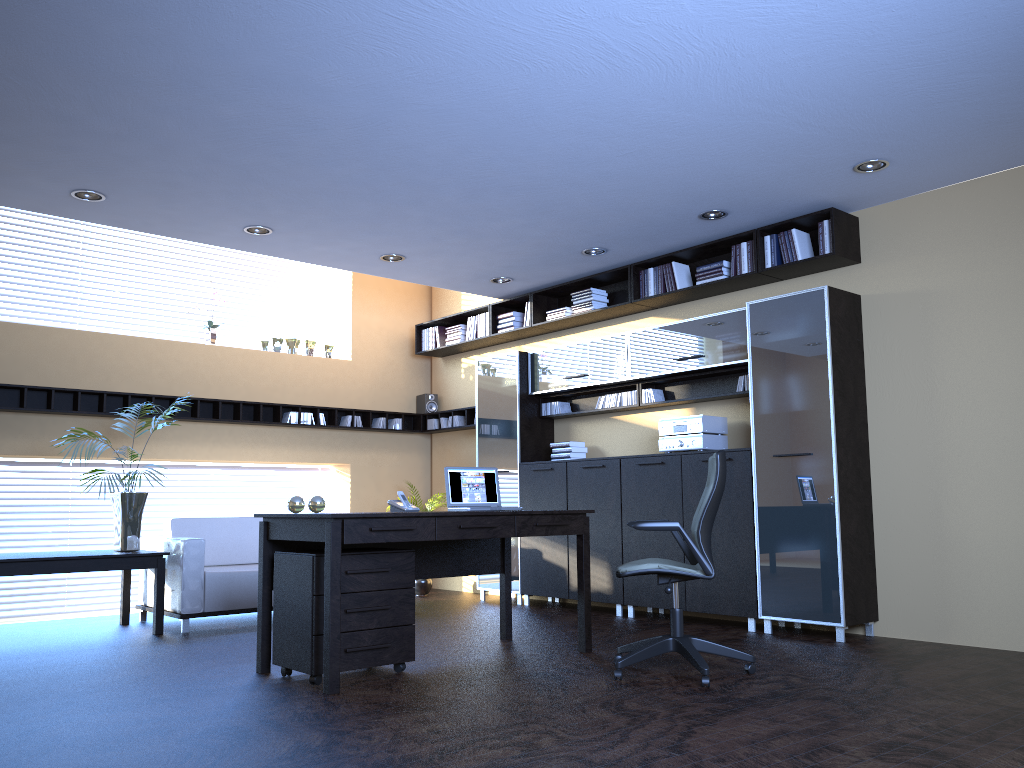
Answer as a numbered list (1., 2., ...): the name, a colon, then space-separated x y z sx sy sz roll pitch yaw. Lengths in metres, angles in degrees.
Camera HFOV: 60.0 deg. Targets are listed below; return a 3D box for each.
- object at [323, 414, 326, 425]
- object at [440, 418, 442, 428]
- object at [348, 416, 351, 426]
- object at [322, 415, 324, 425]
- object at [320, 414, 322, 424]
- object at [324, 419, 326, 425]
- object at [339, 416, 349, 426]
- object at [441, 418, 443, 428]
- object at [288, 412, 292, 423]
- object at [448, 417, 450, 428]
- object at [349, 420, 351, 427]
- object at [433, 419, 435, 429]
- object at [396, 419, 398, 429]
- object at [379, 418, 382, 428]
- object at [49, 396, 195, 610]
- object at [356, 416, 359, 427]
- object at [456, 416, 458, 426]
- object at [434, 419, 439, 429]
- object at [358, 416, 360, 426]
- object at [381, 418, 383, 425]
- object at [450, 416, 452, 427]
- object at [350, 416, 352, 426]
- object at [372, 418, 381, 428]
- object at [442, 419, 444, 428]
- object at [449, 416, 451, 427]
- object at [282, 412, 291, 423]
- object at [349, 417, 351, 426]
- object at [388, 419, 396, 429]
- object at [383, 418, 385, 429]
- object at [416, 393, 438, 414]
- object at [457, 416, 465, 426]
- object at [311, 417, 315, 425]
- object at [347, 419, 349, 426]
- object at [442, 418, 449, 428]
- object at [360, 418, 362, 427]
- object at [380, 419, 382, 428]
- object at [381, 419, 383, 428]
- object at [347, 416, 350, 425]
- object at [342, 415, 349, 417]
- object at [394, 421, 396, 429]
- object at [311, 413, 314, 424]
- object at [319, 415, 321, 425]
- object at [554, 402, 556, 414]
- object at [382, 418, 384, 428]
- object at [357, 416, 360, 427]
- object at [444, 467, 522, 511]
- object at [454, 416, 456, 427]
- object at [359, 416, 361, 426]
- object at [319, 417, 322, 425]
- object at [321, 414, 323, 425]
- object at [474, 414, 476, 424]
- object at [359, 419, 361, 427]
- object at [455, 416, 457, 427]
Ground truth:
1. object: -2.014 0.381 9.348 0.040 0.118 0.142 5 -9 -40
2. object: -0.735 0.440 9.886 0.142 0.119 0.030 6 -9 -40
3. object: -1.787 0.404 9.545 0.030 0.119 0.142 5 -9 -40
4. object: -2.027 0.379 9.340 0.026 0.117 0.140 5 -9 -41
5. object: -2.040 0.377 9.324 0.030 0.119 0.142 5 -9 -40
6. object: -2.013 0.381 9.348 0.036 0.115 0.140 5 -9 -40
7. object: -1.804 0.403 9.526 0.040 0.118 0.142 5 -9 -41
8. object: -0.721 0.438 9.871 0.142 0.119 0.030 6 -9 -40
9. object: -2.297 0.349 9.105 0.009 0.120 0.142 5 -9 -40
10. object: -0.642 0.425 9.779 0.142 0.118 0.040 6 -9 -40
11. object: -1.782 0.406 9.555 0.030 0.119 0.142 5 -9 -41
12. object: -0.825 0.455 9.991 0.142 0.120 0.009 6 -9 -40
13. object: -1.326 0.452 9.931 0.009 0.120 0.142 5 -9 -41
14. object: -1.492 0.436 9.799 0.030 0.119 0.142 5 -9 -41
15. object: -3.230 1.048 7.427 1.040 1.854 1.901 2 -8 -21
16. object: -1.712 0.412 9.605 0.030 0.119 0.142 5 -9 -40
17. object: -0.542 0.407 9.664 0.142 0.119 0.030 6 -9 -40
18. object: -0.810 0.454 9.973 0.142 0.118 0.040 6 -9 -40
19. object: -1.696 0.414 9.619 0.030 0.119 0.142 5 -9 -41
20. object: -1.480 0.436 9.801 0.026 0.117 0.140 5 -9 -40
21. object: -0.612 0.419 9.744 0.142 0.119 0.030 6 -9 -40
22. object: -1.774 0.407 9.561 0.030 0.119 0.142 5 -9 -41
23. object: -1.502 0.436 9.788 0.040 0.118 0.142 5 -9 -41
24. object: -0.715 0.437 9.863 0.142 0.119 0.030 6 -9 -40
25. object: -0.625 0.421 9.760 0.142 0.119 0.030 6 -9 -40
26. object: -2.316 0.348 9.090 0.040 0.118 0.142 5 -9 -41
27. object: -1.781 0.405 9.553 0.026 0.117 0.140 5 -9 -40
28. object: -1.352 0.451 9.909 0.040 0.118 0.142 5 -9 -41
29. object: -1.449 0.440 9.830 0.009 0.120 0.142 5 -9 -40
30. object: -0.975 0.240 10.201 0.159 0.229 0.255 3 -8 -30
31. object: -0.532 0.407 9.652 0.142 0.118 0.040 6 -9 -40
32. object: -2.116 0.371 9.266 0.041 0.122 0.142 5 -9 -41
33. object: -1.795 0.403 9.538 0.026 0.117 0.140 5 -9 -40
34. object: -0.705 0.436 9.852 0.142 0.118 0.040 6 -9 -40
35. object: -1.678 0.417 9.636 0.040 0.118 0.142 5 -9 -41
36. object: -1.482 0.437 9.804 0.030 0.119 0.142 5 -9 -41
37. object: -1.473 0.437 9.809 0.030 0.119 0.142 5 -9 -41
38. object: -1.796 0.404 9.540 0.030 0.119 0.142 5 -9 -41
39. object: -1.805 0.403 9.528 0.041 0.122 0.142 5 -9 -40
40. object: -1.337 0.452 9.929 0.009 0.120 0.142 5 -9 -41
41. object: -2.113 0.370 9.265 0.040 0.118 0.142 5 -9 -40
42. object: -2.048 0.376 9.317 0.030 0.119 0.142 5 -9 -41
43. object: 0.460 0.237 8.505 0.142 0.120 0.009 6 -9 -40
44. object: -1.463 0.438 9.814 0.030 0.119 0.142 5 -9 -40
45. object: -1.702 0.412 9.609 0.030 0.119 0.142 5 -9 -41
46. object: -0.182 0.659 5.594 0.390 0.282 0.323 4 -8 -30
47. object: -0.576 0.413 9.703 0.142 0.120 0.009 6 -9 -40
48. object: -1.685 0.414 9.623 0.026 0.117 0.140 5 -9 -41
49. object: -2.046 0.375 9.315 0.026 0.117 0.140 5 -9 -40
50. object: -2.034 0.378 9.333 0.030 0.119 0.142 5 -9 -40
51. object: -0.338 0.374 9.427 0.142 0.118 0.040 6 -9 -40
52. object: -1.689 0.414 9.626 0.030 0.119 0.142 5 -9 -41
53. object: -0.556 0.410 9.679 0.142 0.119 0.030 6 -9 -40
